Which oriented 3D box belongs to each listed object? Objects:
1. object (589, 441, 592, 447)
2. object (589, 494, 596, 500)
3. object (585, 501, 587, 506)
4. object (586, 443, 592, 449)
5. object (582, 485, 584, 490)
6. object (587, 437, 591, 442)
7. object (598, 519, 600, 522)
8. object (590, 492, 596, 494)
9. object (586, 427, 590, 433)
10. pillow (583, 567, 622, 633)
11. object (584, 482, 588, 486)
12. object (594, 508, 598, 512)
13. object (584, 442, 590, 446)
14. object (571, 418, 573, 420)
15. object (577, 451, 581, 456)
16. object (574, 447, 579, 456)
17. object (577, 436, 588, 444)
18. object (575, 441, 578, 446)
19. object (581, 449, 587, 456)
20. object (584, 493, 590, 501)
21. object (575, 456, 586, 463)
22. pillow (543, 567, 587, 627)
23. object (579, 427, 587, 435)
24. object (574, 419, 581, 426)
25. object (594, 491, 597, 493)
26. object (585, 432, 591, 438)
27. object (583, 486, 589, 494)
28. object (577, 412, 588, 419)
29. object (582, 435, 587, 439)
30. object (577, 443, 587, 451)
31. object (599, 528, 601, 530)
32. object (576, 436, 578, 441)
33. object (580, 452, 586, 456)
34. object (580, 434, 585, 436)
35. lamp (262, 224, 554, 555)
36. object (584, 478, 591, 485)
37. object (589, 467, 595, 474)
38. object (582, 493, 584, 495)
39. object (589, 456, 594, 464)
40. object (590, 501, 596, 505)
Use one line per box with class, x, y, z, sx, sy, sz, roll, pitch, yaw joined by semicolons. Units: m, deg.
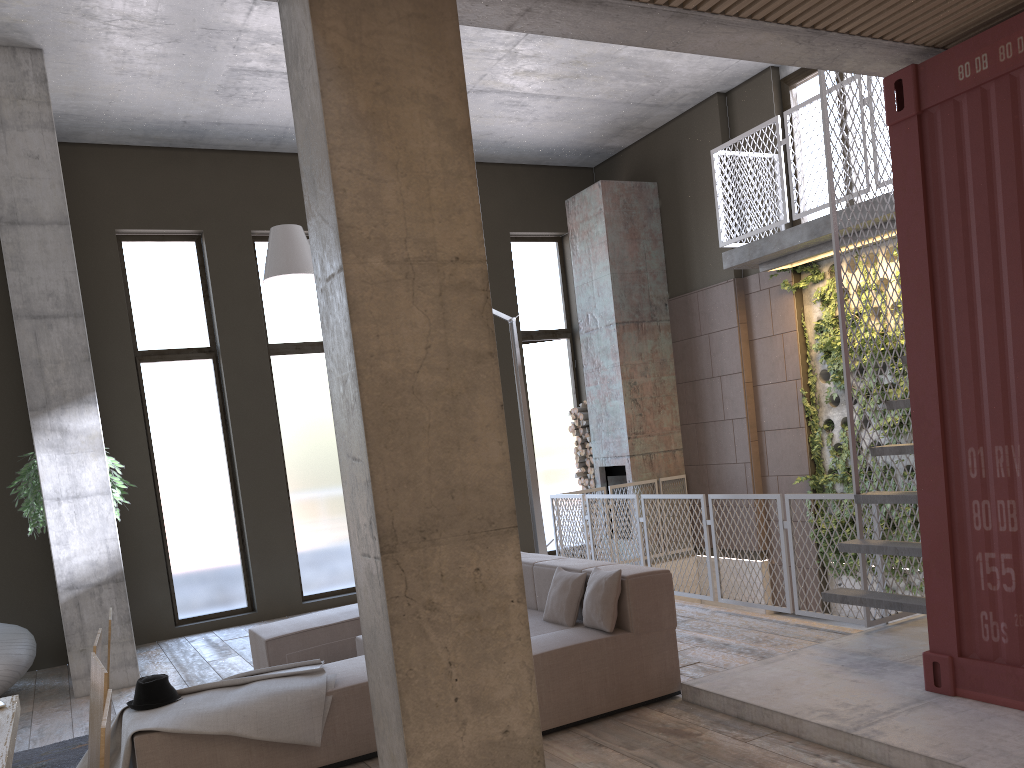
object;1.182;0.754;11.287;0.419;0.073;0.071;-5;0;-28
object;1.204;1.455;11.402;0.451;0.090;0.091;-5;0;-26
object;1.128;1.551;11.614;0.419;0.068;0.067;-5;0;-28
object;1.165;0.786;11.366;0.431;0.080;0.115;-5;-2;-28
object;1.073;1.370;11.613;0.290;0.103;0.101;-5;0;-26
object;1.155;0.703;11.306;0.421;0.086;0.067;-5;0;-30
object;1.294;1.724;11.367;0.419;0.073;0.071;-5;0;-28
object;1.202;1.442;11.514;0.360;0.087;0.101;-5;-1;-28
object;1.139;0.573;11.330;0.419;0.072;0.067;-5;0;-28
pillow;0.531;1.274;5.211;0.186;0.369;0.363;-8;1;-23
object;1.099;1.293;11.513;0.329;0.057;0.089;-5;-2;-28
object;1.272;1.586;11.396;0.451;0.090;0.091;-5;-1;-28
object;1.126;0.785;11.460;0.360;0.087;0.101;-5;-1;-28
object;0.966;0.433;11.546;0.361;0.069;0.123;-5;-2;-26
object;1.052;0.894;11.560;0.419;0.068;0.067;-5;0;-28
object;0.987;0.876;11.599;0.361;0.126;0.064;-5;2;-29
object;1.003;0.715;11.456;0.292;0.108;0.099;-5;0;-27
object;0.937;0.765;11.508;0.249;0.073;0.045;-5;1;-28
object;1.122;0.868;11.420;0.475;0.084;0.094;-5;-1;-28
object;1.145;1.468;11.572;0.433;0.094;0.093;-5;0;-28
object;1.056;0.960;11.480;0.475;0.084;0.094;-5;-1;-28
pillow;0.335;1.356;5.553;0.185;0.361;0.372;-8;1;-28
object;1.082;0.593;11.379;0.451;0.090;0.091;-5;-1;-29
object;1.038;0.483;11.400;0.476;0.084;0.094;-5;-1;-28
object;1.231;1.360;11.360;0.421;0.086;0.067;-5;0;-30
object;1.120;0.642;11.327;0.361;0.068;0.122;-5;-2;-26
object;1.079;1.372;11.510;0.292;0.108;0.099;-5;0;-27
object;1.015;0.395;11.344;0.360;0.084;0.104;-5;-1;-28
object;1.078;0.667;11.420;0.356;0.075;0.064;-5;0;-29
object;1.069;0.811;11.518;0.433;0.094;0.093;-5;0;-28
object;1.326;1.815;11.355;0.433;0.093;0.092;-5;0;-28
object;0.997;0.712;11.559;0.290;0.103;0.101;-5;0;-26
object;1.099;0.878;11.426;0.431;0.080;0.115;-5;-2;-28
object;1.023;0.636;11.458;0.329;0.057;0.089;-5;-2;-28
lamp;-0.562;0.477;7.268;2.600;3.451;0.757;-8;4;-40
object;1.158;1.251;11.433;0.451;0.090;0.091;-5;-1;-29
object;1.226;1.094;11.294;0.475;0.084;0.094;-5;-1;-28
object;1.013;1.422;11.563;0.249;0.073;0.045;-5;1;-28
object;1.175;0.966;11.279;0.362;0.109;0.089;-5;0;-28
object;1.198;1.526;11.474;0.475;0.084;0.094;-5;-1;-28
